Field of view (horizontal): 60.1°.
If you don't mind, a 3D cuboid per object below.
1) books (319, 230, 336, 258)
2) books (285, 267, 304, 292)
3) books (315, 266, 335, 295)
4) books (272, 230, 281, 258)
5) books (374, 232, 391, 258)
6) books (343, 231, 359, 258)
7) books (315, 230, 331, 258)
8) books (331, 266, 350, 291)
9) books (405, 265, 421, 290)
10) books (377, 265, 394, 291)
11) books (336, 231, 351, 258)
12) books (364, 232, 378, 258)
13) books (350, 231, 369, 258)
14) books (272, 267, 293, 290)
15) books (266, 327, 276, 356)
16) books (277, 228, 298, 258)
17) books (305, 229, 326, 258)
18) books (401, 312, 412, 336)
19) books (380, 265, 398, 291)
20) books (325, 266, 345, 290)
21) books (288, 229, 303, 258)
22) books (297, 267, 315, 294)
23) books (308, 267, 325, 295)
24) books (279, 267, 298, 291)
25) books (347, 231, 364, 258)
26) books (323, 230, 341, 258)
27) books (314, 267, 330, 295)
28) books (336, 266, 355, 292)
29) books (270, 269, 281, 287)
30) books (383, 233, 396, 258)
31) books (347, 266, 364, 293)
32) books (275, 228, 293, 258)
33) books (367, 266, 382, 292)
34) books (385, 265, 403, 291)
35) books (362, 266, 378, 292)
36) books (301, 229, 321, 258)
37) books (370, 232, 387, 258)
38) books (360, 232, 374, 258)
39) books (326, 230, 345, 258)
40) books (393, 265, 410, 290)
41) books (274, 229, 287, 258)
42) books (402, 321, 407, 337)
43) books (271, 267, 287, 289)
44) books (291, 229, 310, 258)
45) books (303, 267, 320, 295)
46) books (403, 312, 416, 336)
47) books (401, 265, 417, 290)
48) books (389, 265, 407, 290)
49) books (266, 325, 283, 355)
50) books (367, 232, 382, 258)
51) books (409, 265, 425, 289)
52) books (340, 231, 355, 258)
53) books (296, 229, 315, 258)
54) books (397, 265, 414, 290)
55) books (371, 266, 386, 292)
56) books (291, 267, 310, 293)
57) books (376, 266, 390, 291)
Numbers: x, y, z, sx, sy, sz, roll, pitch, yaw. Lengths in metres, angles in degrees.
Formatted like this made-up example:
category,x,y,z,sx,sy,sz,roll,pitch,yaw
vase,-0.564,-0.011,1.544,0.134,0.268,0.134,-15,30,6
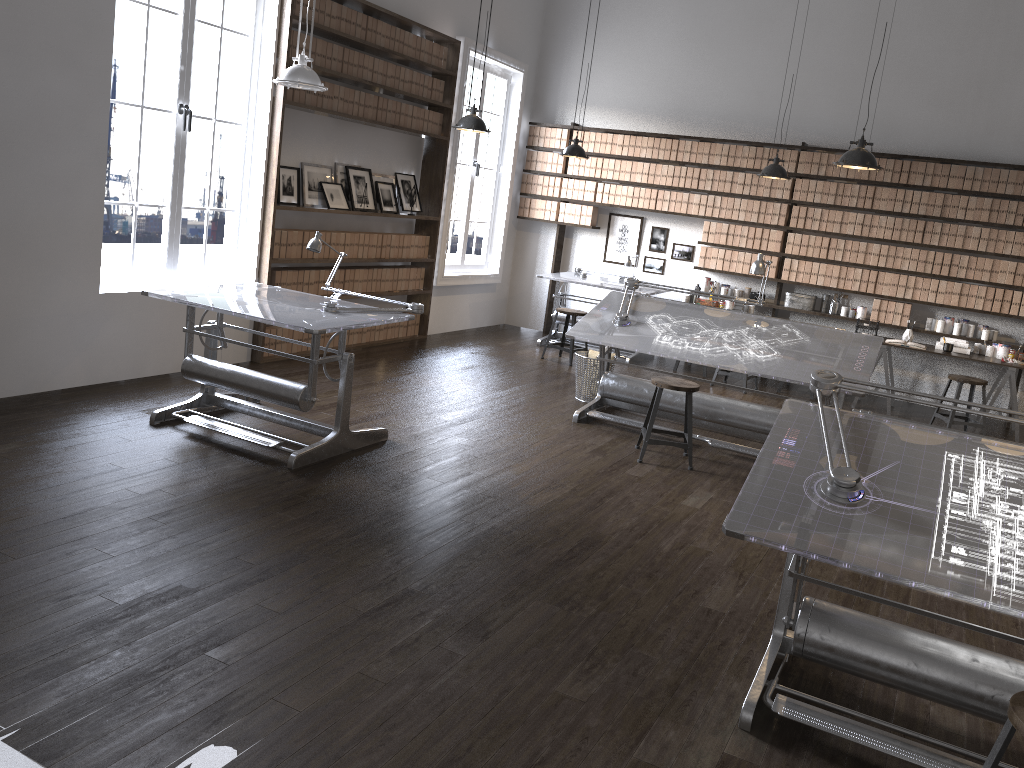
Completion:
category,x,y,z,sx,sy,sz,roll,pitch,yaw
books,-1.632,-1.220,7.729,0.175,0.224,0.067,12,10,26
books,-1.847,-0.859,7.446,0.175,0.224,0.067,12,10,26
books,-1.663,-0.912,7.812,0.175,0.224,0.067,12,10,26
books,-1.951,-1.130,7.105,0.175,0.224,0.067,12,10,25
books,-1.256,-1.329,8.483,0.175,0.224,0.067,12,10,25
books,-1.484,-1.265,8.036,0.175,0.224,0.067,12,10,25
books,-1.667,-1.212,7.671,0.175,0.224,0.067,12,10,25
books,-1.560,-0.939,8.002,0.175,0.224,0.067,12,10,26
books,-1.031,-1.092,9.058,0.175,0.224,0.067,12,10,25
books,-1.248,-1.031,8.631,0.175,0.224,0.067,12,10,25
books,-1.542,-1.246,7.909,0.175,0.224,0.067,12,10,26
books,-1.356,-1.300,8.282,0.175,0.224,0.067,12,10,26
books,-1.413,-1.282,8.159,0.175,0.224,0.067,12,10,26
books,-1.908,-0.841,7.321,0.175,0.224,0.067,12,10,25
books,-2.033,-0.356,7.276,0.175,0.224,0.067,12,10,25
books,-1.858,-1.157,7.291,0.175,0.224,0.067,12,10,25
books,-1.699,-1.203,7.608,0.175,0.224,0.067,12,10,25
books,-1.119,-0.614,9.069,0.175,0.224,0.067,12,10,26
books,-1.215,-1.039,8.692,0.175,0.224,0.067,12,10,25
books,-1.599,-0.931,7.938,0.175,0.224,0.067,12,10,25
books,-1.831,-1.166,7.350,0.175,0.224,0.067,12,10,26
books,-1.781,-0.877,7.572,0.175,0.224,0.067,12,10,26
books,-1.720,-0.893,7.686,0.175,0.224,0.067,12,10,25
books,-1.880,-0.851,7.385,0.175,0.224,0.067,12,10,26
books,-1.449,-1.273,8.096,0.175,0.224,0.067,12,10,26
books,-1.606,-1.229,7.790,0.175,0.224,0.067,12,10,25
books,-1.695,-0.903,7.748,0.175,0.224,0.067,12,10,26
books,-1.532,-0.950,8.071,0.175,0.224,0.067,12,10,25
books,-1.971,-0.822,7.191,0.175,0.224,0.067,12,10,26
books,-1.220,-1.337,8.544,0.175,0.224,0.067,12,10,25
books,-1.467,-0.967,8.192,0.175,0.224,0.067,12,10,25
books,-1.883,-1.148,7.233,0.175,0.224,0.067,12,10,26
books,-1.338,-1.001,8.437,0.175,0.224,0.067,12,10,25
books,-1.180,-1.047,8.753,0.175,0.224,0.067,12,10,26
books,-1.371,-0.994,8.383,0.175,0.224,0.067,12,10,26
books,-1.728,-1.193,7.544,0.175,0.224,0.067,12,10,26
books,-1.285,-1.319,8.414,0.175,0.224,0.067,12,10,26
books,-1.380,-1.291,8.224,0.175,0.224,0.067,12,10,25
books,-1.576,-1.237,7.845,0.175,0.224,0.067,12,10,25
books,-1.122,-1.065,8.875,0.175,0.224,0.067,12,10,25
books,-1.916,-1.139,7.168,0.175,0.224,0.067,12,10,25
books,-1.157,-0.605,9.005,0.175,0.224,0.067,12,10,25
books,-1.938,-0.831,7.255,0.175,0.224,0.067,12,10,25
books,-1.793,-1.174,7.414,0.175,0.224,0.067,12,10,25
books,-1.754,-0.886,7.629,0.175,0.224,0.067,12,10,26
books,-1.090,-0.624,9.138,0.175,0.224,0.067,12,10,25
books,-1.063,-1.083,8.995,0.175,0.224,0.067,12,10,25
books,-1.149,-1.057,8.818,0.175,0.224,0.067,12,10,25
books,-1.998,-0.364,7.337,0.175,0.224,0.067,12,10,26
books,-1.324,-1.310,8.350,0.175,0.224,0.067,12,10,25
books,-0.995,-1.100,9.119,0.175,0.224,0.067,12,10,26
books,-1.513,-1.256,7.973,0.175,0.224,0.067,12,10,25
books,-1.764,-1.185,7.483,0.175,0.224,0.067,12,10,26
books,-1.088,-1.073,8.932,0.175,0.224,0.067,12,10,26
books,-1.306,-1.011,8.501,0.175,0.224,0.067,12,10,26
books,-1.812,-0.868,7.507,0.175,0.224,0.067,12,10,25
books,-1.276,-1.021,8.567,0.175,0.224,0.067,12,10,26
